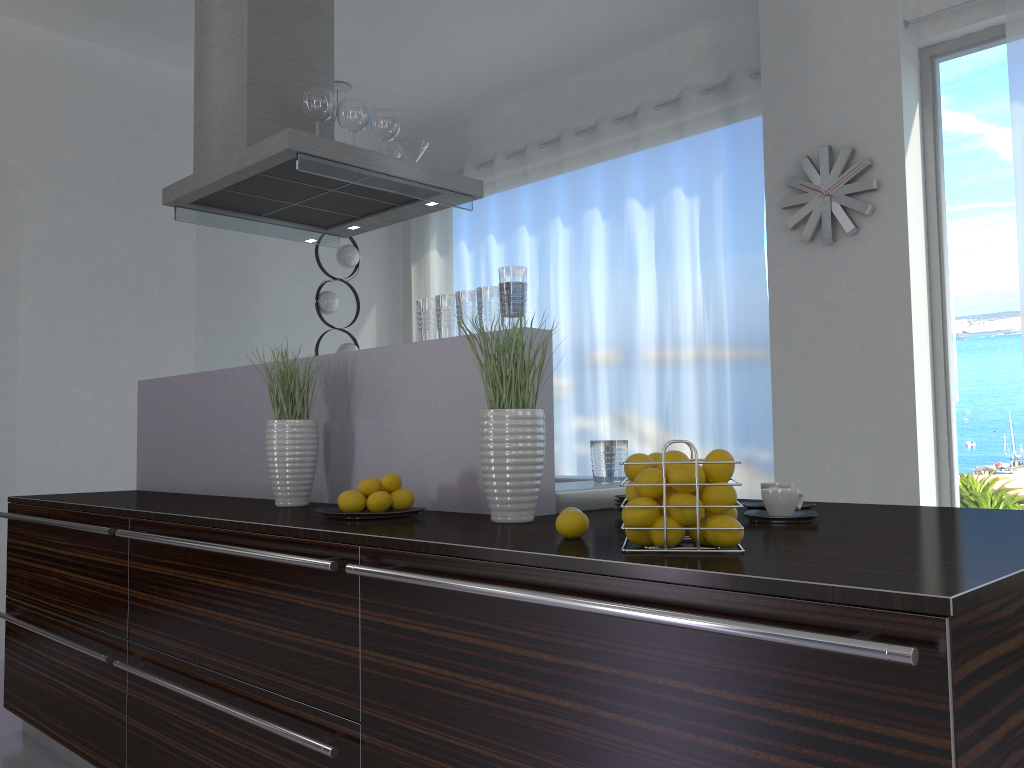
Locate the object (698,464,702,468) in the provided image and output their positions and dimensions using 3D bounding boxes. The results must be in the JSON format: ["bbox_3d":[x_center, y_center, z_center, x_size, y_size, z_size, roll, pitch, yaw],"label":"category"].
[{"bbox_3d":[0.306,0.161,1.542,0.063,0.051,0.053,-1,-4,0],"label":"object"}]

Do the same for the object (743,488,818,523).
[{"bbox_3d":[0.570,0.258,1.885,0.153,0.069,0.153,-2,-4,18],"label":"object"}]

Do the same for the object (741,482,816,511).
[{"bbox_3d":[0.643,0.274,2.147,0.153,0.069,0.153,0,-4,-12],"label":"object"}]

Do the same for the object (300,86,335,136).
[{"bbox_3d":[-0.711,-0.963,3.246,0.125,0.221,0.125,1,-4,-21],"label":"object"}]

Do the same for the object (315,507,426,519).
[{"bbox_3d":[-0.341,0.310,2.142,0.232,0.020,0.232,2,-5,-37],"label":"object"}]

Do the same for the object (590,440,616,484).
[{"bbox_3d":[0.252,0.215,2.450,0.072,0.119,0.071,-4,-5,44],"label":"object"}]

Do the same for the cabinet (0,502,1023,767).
[{"bbox_3d":[-0.237,0.774,2.549,3.285,0.852,1.377,-4,-5,44],"label":"cabinet"}]

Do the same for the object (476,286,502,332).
[{"bbox_3d":[-0.054,-0.184,2.252,0.071,0.119,0.072,0,-4,-5],"label":"object"}]

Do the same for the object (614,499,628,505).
[{"bbox_3d":[0.374,0.277,2.063,0.232,0.020,0.232,2,-5,-42],"label":"object"}]

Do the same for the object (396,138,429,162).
[{"bbox_3d":[-0.412,-0.915,3.689,0.137,0.174,0.137,-1,-4,10],"label":"object"}]

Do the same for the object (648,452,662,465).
[{"bbox_3d":[0.253,0.150,1.552,0.052,0.060,0.057,-3,-4,33],"label":"object"}]

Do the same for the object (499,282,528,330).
[{"bbox_3d":[0.004,-0.188,2.196,0.071,0.119,0.072,0,-4,-5],"label":"object"}]

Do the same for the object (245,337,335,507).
[{"bbox_3d":[-0.658,0.099,2.555,0.269,0.502,0.247,-4,-5,45],"label":"object"}]

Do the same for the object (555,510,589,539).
[{"bbox_3d":[0.108,0.253,1.595,0.053,0.051,0.063,2,-5,-41],"label":"object"}]

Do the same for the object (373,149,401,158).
[{"bbox_3d":[-0.547,-0.905,3.822,0.137,0.174,0.137,-1,-4,10],"label":"object"}]

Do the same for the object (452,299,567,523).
[{"bbox_3d":[-0.008,0.051,1.949,0.269,0.502,0.247,-1,-4,-2],"label":"object"}]

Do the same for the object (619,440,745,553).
[{"bbox_3d":[0.279,0.180,1.476,0.189,0.174,0.207,-1,-4,10],"label":"object"}]

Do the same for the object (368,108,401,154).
[{"bbox_3d":[-0.497,-0.952,3.464,0.125,0.221,0.125,1,-4,-21],"label":"object"}]

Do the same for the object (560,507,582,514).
[{"bbox_3d":[0.113,0.257,1.658,0.053,0.051,0.063,-2,-4,13],"label":"object"}]

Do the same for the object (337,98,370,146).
[{"bbox_3d":[-0.601,-0.957,3.359,0.125,0.221,0.125,1,-4,-21],"label":"object"}]

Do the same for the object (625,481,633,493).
[{"bbox_3d":[0.225,0.189,1.551,0.053,0.051,0.063,-2,-4,13],"label":"object"}]

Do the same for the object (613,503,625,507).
[{"bbox_3d":[0.374,0.286,2.062,0.232,0.020,0.232,2,-5,-37],"label":"object"}]

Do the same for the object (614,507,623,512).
[{"bbox_3d":[0.374,0.296,2.061,0.232,0.020,0.232,2,-5,-37],"label":"object"}]

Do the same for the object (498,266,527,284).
[{"bbox_3d":[0.003,-0.227,2.198,0.071,0.119,0.072,0,-4,-5],"label":"object"}]

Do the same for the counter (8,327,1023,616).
[{"bbox_3d":[-0.231,0.550,2.570,3.291,1.300,1.302,-4,-5,44],"label":"counter"}]

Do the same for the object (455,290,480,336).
[{"bbox_3d":[-0.111,-0.179,2.309,0.071,0.119,0.072,0,-4,-5],"label":"object"}]

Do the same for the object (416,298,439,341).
[{"bbox_3d":[-0.226,-0.170,2.422,0.072,0.119,0.071,-1,-4,5],"label":"object"}]

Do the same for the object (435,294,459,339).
[{"bbox_3d":[-0.169,-0.175,2.366,0.071,0.119,0.072,0,-4,-5],"label":"object"}]

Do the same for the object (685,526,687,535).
[{"bbox_3d":[0.279,0.241,1.538,0.053,0.053,0.061,-1,-4,-3],"label":"object"}]

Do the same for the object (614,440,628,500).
[{"bbox_3d":[0.307,0.216,2.243,0.269,0.147,0.646,1,-4,-20],"label":"object"}]
